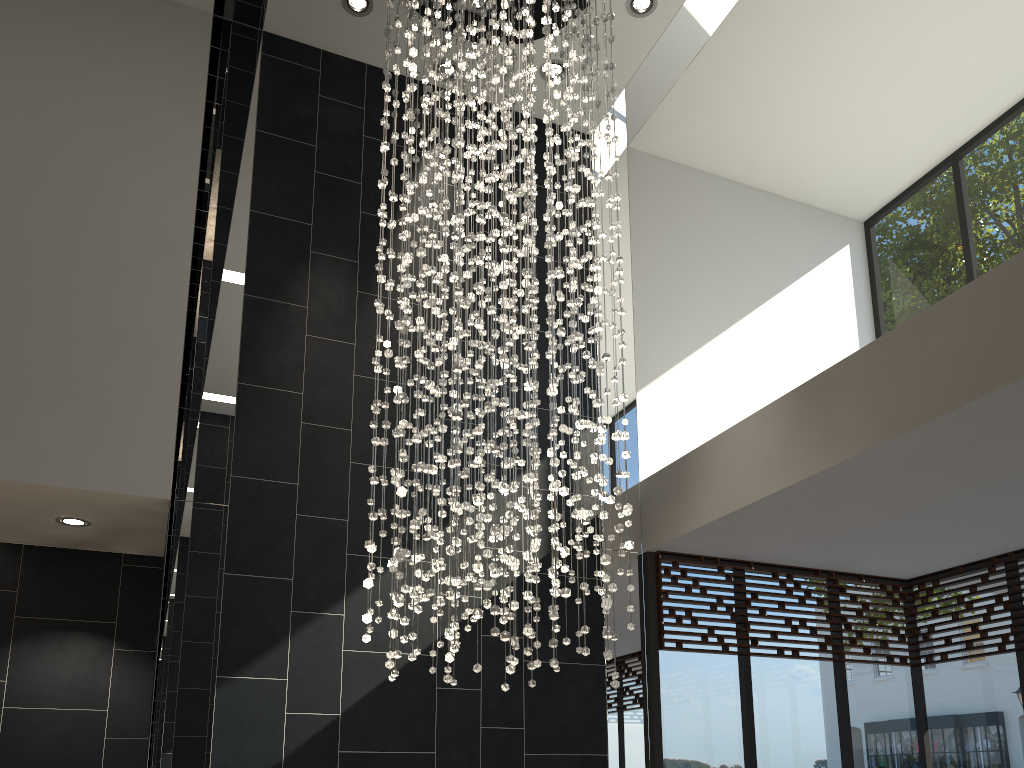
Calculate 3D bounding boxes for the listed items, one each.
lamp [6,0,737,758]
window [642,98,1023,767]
[{"bbox_3d":[-5.284,-42.790,9.581,399.058,106.710,429.111,-1,-24,2],"label":"lamp"},{"bbox_3d":[3.147,-0.105,3.469,2.379,5.601,6.524,6,-21,-21],"label":"window"}]
